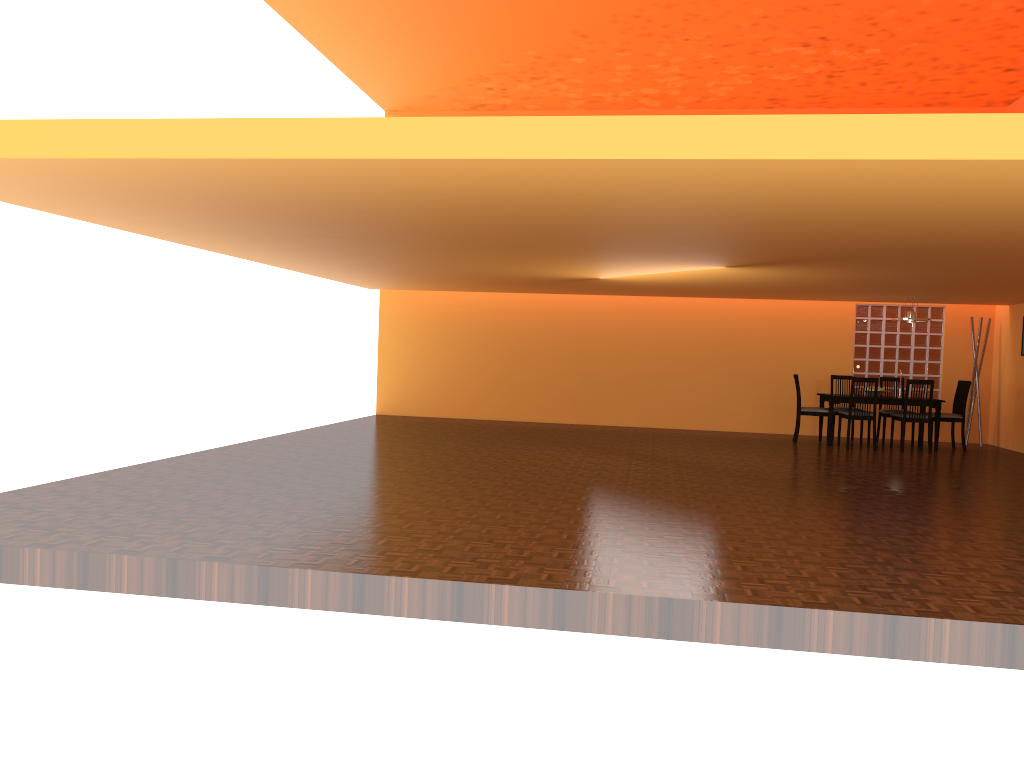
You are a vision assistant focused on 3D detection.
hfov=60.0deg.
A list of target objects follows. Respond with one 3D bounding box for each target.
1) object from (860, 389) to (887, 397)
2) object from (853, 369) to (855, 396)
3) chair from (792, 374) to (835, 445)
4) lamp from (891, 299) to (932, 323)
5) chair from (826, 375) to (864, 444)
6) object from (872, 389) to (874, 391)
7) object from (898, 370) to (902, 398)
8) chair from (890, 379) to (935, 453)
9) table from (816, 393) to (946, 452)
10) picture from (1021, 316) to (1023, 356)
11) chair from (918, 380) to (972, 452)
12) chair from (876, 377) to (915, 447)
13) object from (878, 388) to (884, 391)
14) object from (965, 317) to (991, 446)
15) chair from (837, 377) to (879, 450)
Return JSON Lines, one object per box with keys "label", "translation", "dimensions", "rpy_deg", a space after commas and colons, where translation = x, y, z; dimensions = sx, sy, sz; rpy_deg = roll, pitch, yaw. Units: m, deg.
{"label": "object", "translation": [4.215, 0.109, 10.310], "dimensions": [0.337, 0.072, 0.337], "rpy_deg": [1, 2, -25]}
{"label": "object", "translation": [3.949, -0.026, 10.265], "dimensions": [0.044, 0.326, 0.044], "rpy_deg": [2, 2, -2]}
{"label": "chair", "translation": [3.537, 0.296, 10.439], "dimensions": [0.465, 0.809, 0.373], "rpy_deg": [3, 2, 14]}
{"label": "lamp", "translation": [4.604, -0.840, 10.205], "dimensions": [0.435, 0.274, 0.435], "rpy_deg": [3, 2, 31]}
{"label": "chair", "translation": [4.034, 0.302, 10.750], "dimensions": [0.373, 0.809, 0.465], "rpy_deg": [2, 2, 9]}
{"label": "object", "translation": [4.165, 0.086, 10.251], "dimensions": [0.046, 0.046, 0.055], "rpy_deg": [1, 2, -28]}
{"label": "object", "translation": [4.497, -0.006, 10.264], "dimensions": [0.044, 0.326, 0.044], "rpy_deg": [2, 2, -2]}
{"label": "chair", "translation": [4.481, 0.349, 9.904], "dimensions": [0.373, 0.809, 0.465], "rpy_deg": [2, 2, 9]}
{"label": "table", "translation": [4.242, 0.439, 10.302], "dimensions": [1.259, 0.584, 0.697], "rpy_deg": [2, 2, 9]}
{"label": "picture", "translation": [5.843, -0.545, 10.020], "dimensions": [0.014, 0.456, 0.361], "rpy_deg": [2, 2, 9]}
{"label": "chair", "translation": [4.979, 0.356, 10.202], "dimensions": [0.465, 0.809, 0.373], "rpy_deg": [2, 2, 4]}
{"label": "chair", "translation": [4.603, 0.326, 10.660], "dimensions": [0.373, 0.809, 0.465], "rpy_deg": [2, 2, 9]}
{"label": "object", "translation": [4.289, 0.077, 10.299], "dimensions": [0.069, 0.066, 0.069], "rpy_deg": [3, 2, 19]}
{"label": "object", "translation": [5.704, -0.030, 10.882], "dimensions": [0.226, 1.589, 0.308], "rpy_deg": [3, 2, 31]}
{"label": "chair", "translation": [3.912, 0.325, 9.994], "dimensions": [0.373, 0.809, 0.465], "rpy_deg": [2, 2, 9]}
